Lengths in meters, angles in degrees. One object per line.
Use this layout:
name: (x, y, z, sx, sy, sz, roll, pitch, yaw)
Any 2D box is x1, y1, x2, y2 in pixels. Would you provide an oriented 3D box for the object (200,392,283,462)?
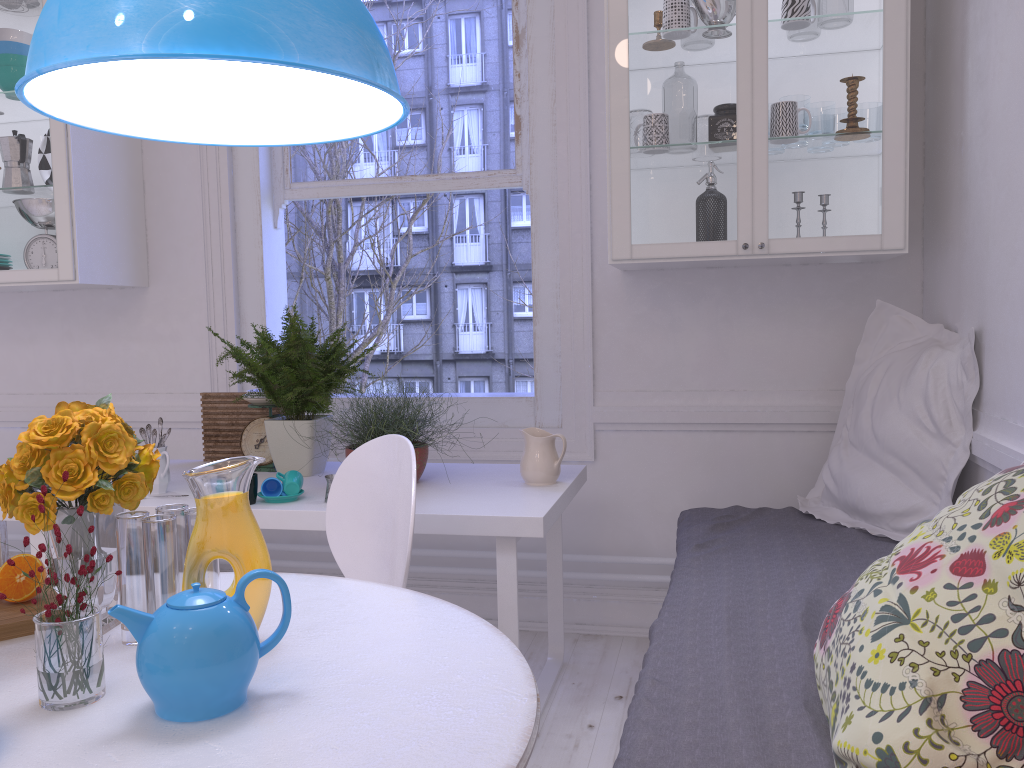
object: (-0.912, 0.147, 3.007, 0.294, 0.237, 0.028, 0, 4, 13)

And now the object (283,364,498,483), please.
object: (-0.342, 0.118, 2.549, 0.668, 0.367, 0.531, 2, 5, 37)

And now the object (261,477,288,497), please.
object: (-0.624, 0.269, 2.332, 0.069, 0.058, 0.080, -2, 4, -14)

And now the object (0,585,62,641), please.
object: (-0.872, 0.363, 1.333, 0.347, 0.024, 0.224, -4, 5, -37)

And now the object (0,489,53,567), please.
object: (-1.852, 0.634, 3.071, 0.418, 0.534, 0.599, 0, 4, 13)

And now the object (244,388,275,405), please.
object: (-0.788, 0.041, 2.872, 0.163, 0.047, 0.164, -4, 5, -28)

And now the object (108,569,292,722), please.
object: (-0.366, 0.306, 1.060, 0.156, 0.151, 0.150, 0, 4, 16)

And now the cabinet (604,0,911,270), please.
cabinet: (0.708, -1.023, 2.643, 0.823, 1.311, 0.425, 0, 4, 13)

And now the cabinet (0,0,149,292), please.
cabinet: (-1.847, -1.005, 3.220, 0.823, 1.311, 0.425, 0, 4, 13)

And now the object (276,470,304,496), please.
object: (-0.586, 0.262, 2.336, 0.069, 0.059, 0.082, -2, 4, -9)

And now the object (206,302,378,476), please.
object: (-0.672, 0.015, 2.714, 0.438, 0.527, 0.368, 0, 4, 13)

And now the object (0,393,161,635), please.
object: (-0.643, 0.194, 1.319, 0.234, 0.351, 0.235, -3, 4, -22)

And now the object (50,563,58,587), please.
object: (-1.434, 0.757, 3.079, 0.276, 0.270, 0.276, -5, 6, -44)

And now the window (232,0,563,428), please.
window: (-0.419, -0.737, 3.267, 1.234, 1.782, 0.181, 0, 4, 13)

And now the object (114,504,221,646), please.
object: (-0.495, 0.276, 1.284, 0.101, 0.186, 0.122, 2, 6, 43)

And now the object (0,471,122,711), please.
object: (-0.536, 0.242, 1.065, 0.128, 0.287, 0.128, 0, 4, 14)

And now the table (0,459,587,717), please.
table: (-0.577, 0.595, 2.612, 1.514, 0.619, 0.736, 0, 4, 13)

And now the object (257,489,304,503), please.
object: (-0.608, 0.295, 2.334, 0.121, 0.021, 0.121, -4, 5, -37)

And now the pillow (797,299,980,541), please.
pillow: (1.073, 0.082, 2.479, 0.374, 0.642, 0.677, -3, 4, -17)

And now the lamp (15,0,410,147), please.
lamp: (-0.466, -1.392, 1.301, 0.568, 1.948, 0.568, -5, 6, -43)

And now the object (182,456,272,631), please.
object: (-0.398, 0.237, 1.232, 0.094, 0.267, 0.116, 2, 5, 39)

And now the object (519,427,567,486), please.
object: (0.085, 0.202, 2.491, 0.127, 0.152, 0.115, -2, 4, -5)

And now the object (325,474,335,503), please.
object: (-0.454, 0.271, 2.298, 0.066, 0.067, 0.052, 0, 4, 13)

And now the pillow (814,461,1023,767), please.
pillow: (0.653, 0.296, 1.119, 0.509, 0.447, 0.592, 0, 4, 18)

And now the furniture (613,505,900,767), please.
furniture: (0.509, 0.732, 1.152, 0.769, 0.508, 3.296, 0, 4, 13)

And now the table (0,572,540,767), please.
table: (-0.529, 0.700, 1.087, 1.140, 0.629, 1.140, 2, 6, 41)

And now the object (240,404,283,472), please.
object: (-0.783, 0.168, 2.870, 0.159, 0.208, 0.185, 0, 4, 13)

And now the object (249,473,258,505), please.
object: (-0.689, 0.272, 2.286, 0.055, 0.077, 0.070, 2, 5, 38)

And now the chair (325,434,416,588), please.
chair: (-0.429, 0.541, 1.767, 0.483, 0.845, 0.604, -4, 5, -32)

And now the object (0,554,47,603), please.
object: (-0.876, 0.312, 1.355, 0.285, 0.075, 0.129, -5, 6, -41)
